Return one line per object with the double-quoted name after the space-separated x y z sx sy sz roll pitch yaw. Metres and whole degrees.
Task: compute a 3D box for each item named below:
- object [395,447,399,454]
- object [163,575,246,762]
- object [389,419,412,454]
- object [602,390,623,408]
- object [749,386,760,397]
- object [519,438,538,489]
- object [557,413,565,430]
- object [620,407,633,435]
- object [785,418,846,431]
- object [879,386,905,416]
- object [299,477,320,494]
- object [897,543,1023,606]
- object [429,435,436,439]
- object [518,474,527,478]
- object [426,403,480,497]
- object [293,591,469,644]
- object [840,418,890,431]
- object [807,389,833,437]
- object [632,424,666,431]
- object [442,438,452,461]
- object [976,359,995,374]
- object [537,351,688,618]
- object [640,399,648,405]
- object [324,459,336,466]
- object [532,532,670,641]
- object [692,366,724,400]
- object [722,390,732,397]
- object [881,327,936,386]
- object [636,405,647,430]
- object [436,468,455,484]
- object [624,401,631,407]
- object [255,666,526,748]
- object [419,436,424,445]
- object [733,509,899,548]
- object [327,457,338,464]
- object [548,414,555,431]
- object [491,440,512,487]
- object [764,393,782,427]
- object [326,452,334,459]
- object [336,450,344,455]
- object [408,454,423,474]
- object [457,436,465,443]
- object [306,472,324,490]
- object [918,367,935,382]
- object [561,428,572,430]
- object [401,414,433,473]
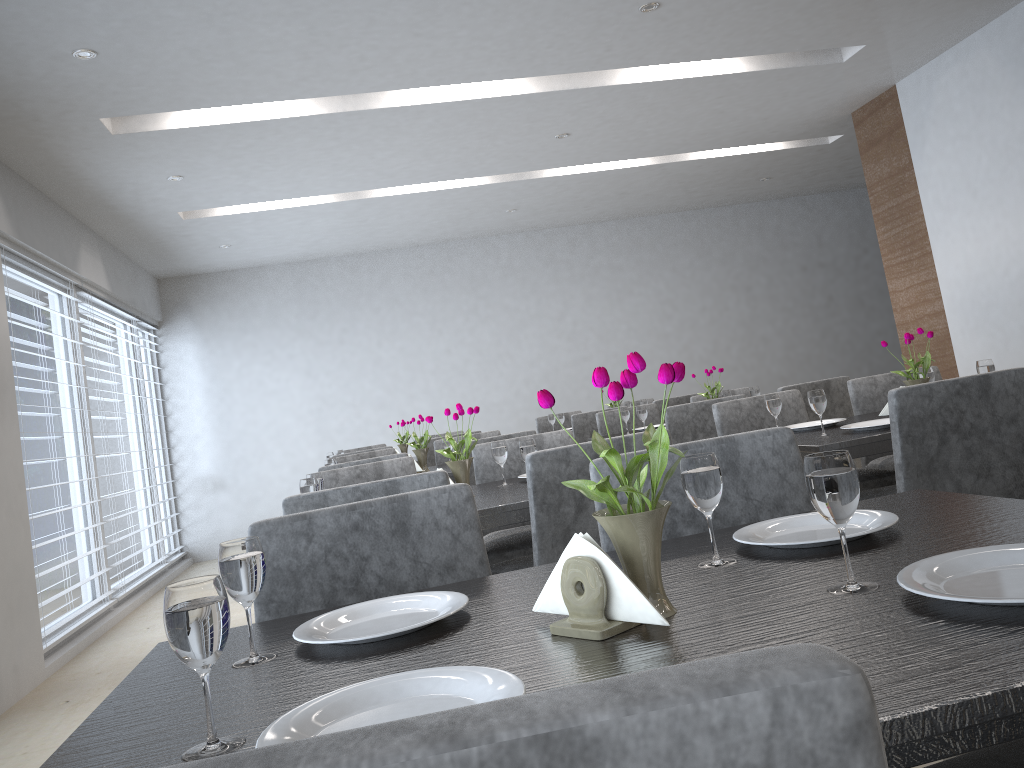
-0.787 0.478 5.988 0.070 0.100 0.201 -6 -4 -40 "object"
-0.261 0.237 0.747 0.053 0.140 0.053 -13 -7 37 "object"
-0.740 0.381 6.014 0.155 0.278 0.103 -8 -5 -13 "object"
0.736 0.142 6.296 0.155 0.278 0.103 -8 -5 -13 "object"
1.243 0.082 4.499 0.053 0.140 0.053 -13 -7 37 "object"
0.054 0.231 2.571 0.053 0.140 0.053 -13 -6 32 "object"
0.342 0.273 6.094 0.053 0.140 0.053 -13 -7 37 "object"
0.595 0.193 4.618 0.053 0.140 0.053 -13 -7 37 "object"
1.033 0.142 3.026 0.215 0.015 0.217 -11 -2 36 "object"
1.274 0.055 2.859 0.070 0.100 0.201 -6 -4 -40 "object"
-0.545 0.326 2.404 0.053 0.140 0.053 -13 -6 32 "object"
0.475 0.179 0.822 0.217 0.015 0.215 -9 -1 -10 "object"
-0.530 0.415 5.980 0.053 0.140 0.053 -13 -7 37 "object"
0.126 0.289 2.853 0.217 0.015 0.215 -9 -1 -10 "object"
-0.155 0.196 2.602 0.155 0.278 0.103 -8 -5 -13 "object"
-0.159 0.292 1.090 0.217 0.015 0.215 -9 -1 -10 "object"
1.098 0.122 2.649 0.217 0.015 0.215 -9 -1 -10 "object"
0.929 0.087 2.669 0.053 0.140 0.053 -13 -6 32 "object"
0.747 0.232 4.698 0.217 0.015 0.215 -9 -2 -30 "object"
-0.319 0.341 4.467 0.053 0.140 0.053 -13 -7 37 "object"
1.528 -0.008 2.836 0.053 0.140 0.053 -13 -7 37 "object"
0.129 0.107 0.948 0.155 0.278 0.103 -8 -5 -13 "object"
0.941 0.177 6.261 0.053 0.140 0.053 -13 -7 37 "object"
-0.832 0.417 4.075 0.053 0.140 0.053 -13 -7 37 "object"
0.081 0.204 0.922 0.070 0.100 0.201 -6 -4 -40 "object"
1.034 0.048 4.556 0.155 0.278 0.103 -8 -5 -13 "object"
1.156 0.102 4.725 0.053 0.140 0.053 -13 -7 37 "object"
1.321 -0.042 2.884 0.155 0.278 0.103 -8 -5 -13 "object"
0.644 0.177 4.333 0.053 0.140 0.053 -13 -7 37 "object"
-0.202 0.294 2.577 0.070 0.100 0.201 -6 -4 -40 "object"
0.854 0.197 6.486 0.053 0.140 0.053 -13 -7 37 "object"
-0.095 0.271 0.713 0.217 0.015 0.215 -9 -1 -10 "object"
-0.617 0.435 6.205 0.053 0.140 0.053 -13 -7 37 "object"
0.410 0.199 1.199 0.217 0.015 0.215 -9 -1 -10 "object"
-0.880 0.432 4.360 0.053 0.140 0.053 -13 -7 37 "object"
0.293 0.288 6.379 0.053 0.140 0.053 -13 -7 37 "object"
-0.033 0.251 2.797 0.053 0.140 0.053 -13 -6 32 "object"
0.880 0.103 2.954 0.053 0.140 0.053 -13 -7 37 "object"
-1.186 0.520 5.800 0.053 0.140 0.053 -13 -7 37 "object"
-1.179 0.526 6.098 0.053 0.140 0.053 -13 -7 37 "object"
-0.489 0.384 4.248 0.070 0.100 0.201 -6 -4 -40 "object"
-0.232 0.321 4.241 0.053 0.140 0.053 -13 -7 37 "object"
-0.594 0.342 2.689 0.053 0.140 0.053 -13 -6 32 "object"
1.442 0.012 3.061 0.053 0.140 0.053 -13 -7 37 "object"
0.448 0.327 6.437 0.216 0.015 0.216 -10 -1 5 "object"
-0.442 0.287 4.274 0.155 0.278 0.103 -8 -5 -13 "object"
